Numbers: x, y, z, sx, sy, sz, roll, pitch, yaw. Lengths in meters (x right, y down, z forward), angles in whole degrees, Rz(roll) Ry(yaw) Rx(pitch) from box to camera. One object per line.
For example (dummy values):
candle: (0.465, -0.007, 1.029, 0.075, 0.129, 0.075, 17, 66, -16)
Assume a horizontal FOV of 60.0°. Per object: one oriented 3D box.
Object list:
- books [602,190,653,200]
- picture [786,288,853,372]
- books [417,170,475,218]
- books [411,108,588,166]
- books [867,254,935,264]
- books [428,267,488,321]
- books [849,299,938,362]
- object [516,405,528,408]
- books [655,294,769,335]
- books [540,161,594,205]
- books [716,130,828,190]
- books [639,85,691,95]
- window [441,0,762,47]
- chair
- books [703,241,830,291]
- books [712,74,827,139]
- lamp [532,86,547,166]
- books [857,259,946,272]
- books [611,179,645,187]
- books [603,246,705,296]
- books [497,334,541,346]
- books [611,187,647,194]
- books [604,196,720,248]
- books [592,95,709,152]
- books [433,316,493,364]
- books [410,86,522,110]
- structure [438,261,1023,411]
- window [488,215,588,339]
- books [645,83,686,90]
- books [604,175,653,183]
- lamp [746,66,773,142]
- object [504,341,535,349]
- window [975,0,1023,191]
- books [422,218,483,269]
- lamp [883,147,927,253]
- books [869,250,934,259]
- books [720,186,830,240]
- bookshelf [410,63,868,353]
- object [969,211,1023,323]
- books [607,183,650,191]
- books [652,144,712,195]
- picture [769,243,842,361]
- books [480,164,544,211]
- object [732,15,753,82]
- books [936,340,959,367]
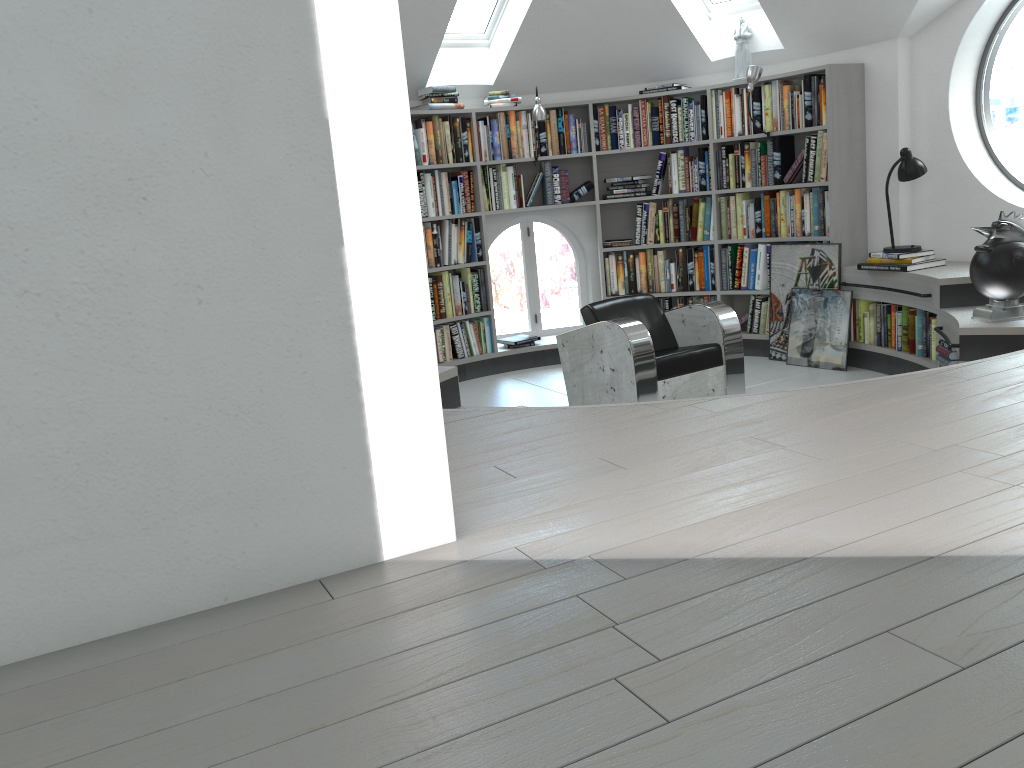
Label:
books: (0.947, -1.527, 7.159, 0.388, 0.042, 0.368, -2, 12, 14)
picture: (2.152, -0.387, 6.224, 0.107, 0.552, 0.490, -13, 13, -35)
books: (-0.717, -1.423, 6.683, 1.032, 0.357, 0.301, -15, 15, -39)
books: (-0.140, -1.918, 6.886, 1.568, 0.365, 0.395, -10, 12, -20)
books: (2.528, -0.813, 5.763, 0.287, 0.034, 0.305, -14, 15, -35)
books: (-0.611, -0.676, 6.800, 1.035, 0.355, 0.293, -15, 15, -40)
books: (2.549, -0.377, 5.760, 0.272, 0.296, 1.152, -8, 12, -11)
object: (-0.003, 0.141, 3.430, 0.473, 0.082, 0.219, 1, 13, 26)
books: (1.451, -0.564, 7.099, 1.497, 0.309, 0.361, 0, 13, 26)
books: (0.450, -1.620, 7.106, 0.399, 0.339, 0.225, -7, 11, -6)
books: (1.964, -1.637, 6.503, 0.280, 0.356, 1.054, -15, 15, -39)
books: (1.203, -2.286, 6.931, 0.336, 0.036, 0.318, 1, 13, 26)
window: (-0.050, -2.788, 5.926, 4.063, 0.709, 1.939, -11, 13, -25)
chair: (0.817, -0.145, 5.285, 0.825, 0.716, 0.743, -12, 13, -30)
books: (1.985, -0.895, 6.682, 1.185, 0.357, 0.305, 6, 16, 44)
books: (1.922, -2.013, 6.443, 0.294, 0.360, 1.015, -16, 16, -42)
lamp: (0.170, -1.951, 6.738, 0.113, 0.563, 0.359, -9, 11, -19)
books: (2.532, -0.778, 5.770, 0.366, 0.042, 0.389, -11, 13, -25)
books: (0.938, -1.620, 7.142, 0.226, 0.036, 0.215, 0, 13, 24)
books: (1.165, -0.925, 7.168, 0.871, 0.349, 0.273, -2, 12, 15)
books: (0.053, -0.362, 7.274, 0.269, 0.029, 0.253, -14, 15, -35)
books: (0.944, -1.559, 7.153, 0.285, 0.031, 0.271, -3, 12, 9)
books: (1.209, -1.297, 7.065, 0.973, 0.350, 0.253, -2, 12, 16)
books: (1.078, -2.048, 6.958, 0.969, 0.365, 0.307, -2, 12, 17)
books: (-0.588, -0.318, 6.851, 1.023, 0.305, 0.288, -16, 15, -40)
books: (-0.930, -1.962, 6.006, 0.748, 0.172, 2.828, 3, 14, 34)
structure: (0.804, -0.112, 5.163, 4.708, 0.689, 4.737, -1, 13, 19)
window: (-0.692, -0.686, 6.852, 3.243, 1.145, 0.618, -15, 15, -39)
books: (1.201, -2.313, 6.926, 0.247, 0.027, 0.234, 3, 15, 36)
books: (0.935, -1.651, 7.136, 0.286, 0.031, 0.270, 6, 16, 43)
lamp: (1.776, -1.982, 6.280, 0.276, 0.522, 0.112, -13, 13, -35)
object: (0.056, -0.333, 7.279, 0.227, 0.036, 0.214, -7, 12, -9)
window: (3.421, -1.782, 5.200, 0.104, 1.462, 1.475, -10, 12, -25)
books: (-0.655, -1.050, 6.720, 1.001, 0.350, 0.298, -16, 15, -41)
lamp: (2.528, -1.185, 5.705, 0.323, 0.657, 0.234, -7, 11, -10)
books: (2.525, -0.845, 5.757, 0.269, 0.031, 0.287, -9, 12, -16)
books: (2.008, -1.264, 6.573, 0.276, 0.346, 1.022, -15, 15, -40)
bookshelf: (0.112, -1.062, 6.244, 4.342, 1.870, 2.116, -11, 13, -25)
object: (2.551, -0.615, 4.592, 0.321, 0.559, 0.321, 3, 13, 36)
books: (0.941, -1.590, 7.147, 0.286, 0.031, 0.271, 0, 13, 24)
books: (1.370, -1.680, 6.966, 0.553, 0.349, 0.257, -1, 12, 20)
picture: (2.096, -0.577, 6.373, 0.091, 0.858, 0.580, -13, 13, -35)
books: (-0.742, -1.357, 6.416, 0.591, 0.369, 2.539, 6, 16, 44)
object: (1.698, -2.467, 6.520, 0.179, 0.470, 0.180, -9, 11, -17)
books: (2.512, -0.109, 4.840, 0.240, 0.167, 0.669, -2, 12, 14)
